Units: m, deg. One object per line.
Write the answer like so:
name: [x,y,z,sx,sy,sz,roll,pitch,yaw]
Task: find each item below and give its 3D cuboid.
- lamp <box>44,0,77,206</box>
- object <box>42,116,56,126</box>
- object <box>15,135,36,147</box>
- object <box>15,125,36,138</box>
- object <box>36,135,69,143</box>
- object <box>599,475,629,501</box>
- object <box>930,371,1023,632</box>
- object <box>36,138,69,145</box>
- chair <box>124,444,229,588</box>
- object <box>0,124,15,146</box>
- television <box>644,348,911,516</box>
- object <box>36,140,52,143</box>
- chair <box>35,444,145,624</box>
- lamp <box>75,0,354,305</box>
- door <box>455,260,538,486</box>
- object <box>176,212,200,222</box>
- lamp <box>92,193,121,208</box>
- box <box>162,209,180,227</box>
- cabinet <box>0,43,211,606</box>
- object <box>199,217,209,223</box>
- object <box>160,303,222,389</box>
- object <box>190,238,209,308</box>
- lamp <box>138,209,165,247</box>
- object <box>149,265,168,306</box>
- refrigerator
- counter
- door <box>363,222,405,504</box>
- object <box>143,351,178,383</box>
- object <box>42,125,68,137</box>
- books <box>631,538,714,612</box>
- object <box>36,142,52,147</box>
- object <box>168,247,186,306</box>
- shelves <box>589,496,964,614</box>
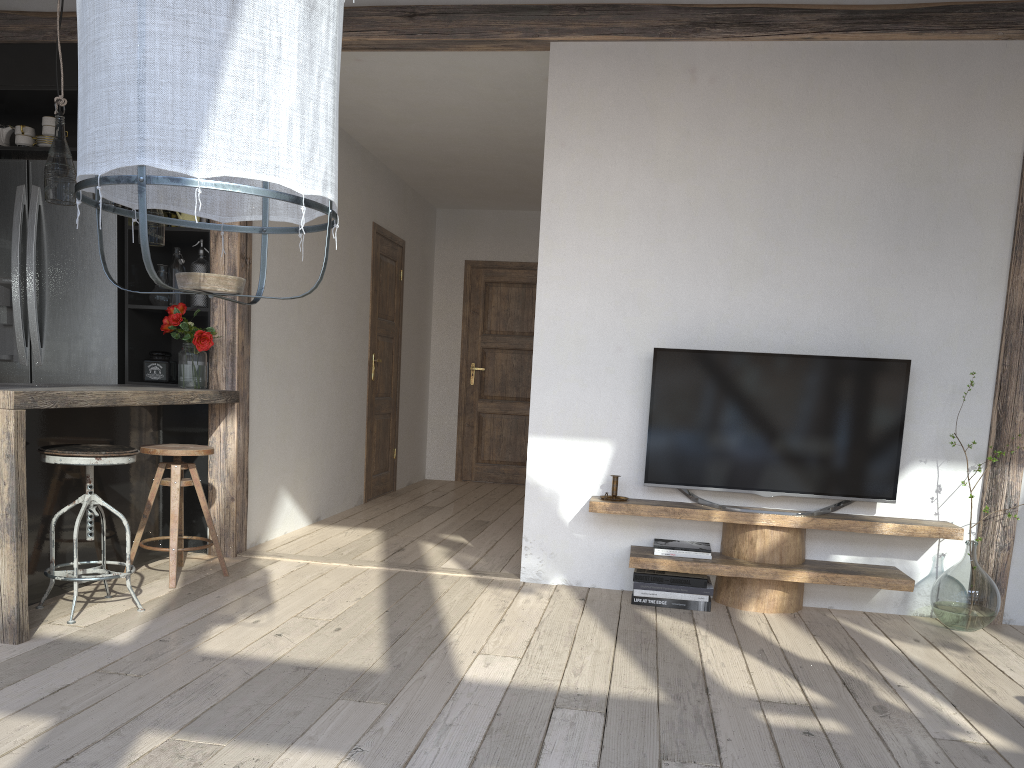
lamp: [-1.569,-1.308,3.146,0.225,1.305,0.107,4,7,10]
object: [-2.330,-1.313,4.471,0.106,0.068,0.093,3,3,-6]
object: [-2.489,-1.231,4.514,0.106,0.068,0.093,2,3,-29]
object: [-2.487,-1.277,4.502,0.105,0.068,0.094,5,3,37]
object: [-2.343,-1.236,4.483,0.149,0.026,0.147,3,0,-40]
object: [0.477,0.481,4.082,0.139,0.114,0.138,3,3,-9]
object: [2.120,0.517,3.799,0.516,1.134,0.271,3,7,-5]
object: [-2.343,-1.225,4.484,0.149,0.026,0.147,3,0,-40]
chair: [-1.518,0.581,3.987,0.339,0.603,0.339,6,6,29]
object: [-2.699,-1.296,4.579,0.186,0.176,0.206,0,4,-41]
television: [1.166,0.220,3.943,1.101,0.715,0.204,3,7,8]
object: [-2.344,-1.213,4.485,0.149,0.026,0.147,3,0,-40]
chair: [-1.622,0.557,3.382,0.350,0.644,0.352,8,7,42]
lamp: [-0.446,-1.092,1.330,0.399,1.919,0.402,-3,9,-40]
door: [-0.027,-0.084,8.208,0.940,2.097,0.081,4,7,8]
object: [-1.634,-0.862,4.491,0.149,0.172,0.134,3,4,-5]
lamp: [-1.530,-1.332,3.429,0.238,1.253,0.107,6,8,20]
box: [-1.755,-0.840,4.502,0.082,0.115,0.082,5,5,19]
cabinet: [-2.779,-0.444,2.872,2.090,2.533,4.183,4,2,9]
object: [-1.532,-0.819,4.421,0.093,0.097,0.074,4,5,9]
object: [-1.566,-0.186,4.297,0.309,0.420,0.250,7,7,41]
object: [-1.570,-0.558,4.454,0.108,0.354,0.108,8,8,38]
lamp: [-1.478,-1.277,3.741,0.225,1.359,0.108,4,7,10]
object: [-1.826,-0.508,4.598,0.132,0.223,0.131,5,6,20]
refrigerator: [-2.415,-0.155,4.883,0.942,1.946,0.842,4,6,9]
counter: [-2.786,0.390,2.766,2.238,0.861,3.785,3,0,9]
door: [-0.997,-0.134,6.908,0.082,2.096,0.831,4,6,9]
object: [-1.832,-0.089,4.587,0.134,0.167,0.133,3,4,-1]
object: [-2.336,-1.268,4.482,0.094,0.068,0.105,4,2,19]
books: [0.740,0.870,4.042,0.359,0.268,0.288,3,3,9]
object: [-2.345,-1.201,4.487,0.148,0.023,0.148,3,0,35]
object: [-1.711,-0.542,4.494,0.086,0.306,0.084,3,7,0]
shelves: [1.139,0.801,3.971,1.600,0.457,0.327,3,5,8]
